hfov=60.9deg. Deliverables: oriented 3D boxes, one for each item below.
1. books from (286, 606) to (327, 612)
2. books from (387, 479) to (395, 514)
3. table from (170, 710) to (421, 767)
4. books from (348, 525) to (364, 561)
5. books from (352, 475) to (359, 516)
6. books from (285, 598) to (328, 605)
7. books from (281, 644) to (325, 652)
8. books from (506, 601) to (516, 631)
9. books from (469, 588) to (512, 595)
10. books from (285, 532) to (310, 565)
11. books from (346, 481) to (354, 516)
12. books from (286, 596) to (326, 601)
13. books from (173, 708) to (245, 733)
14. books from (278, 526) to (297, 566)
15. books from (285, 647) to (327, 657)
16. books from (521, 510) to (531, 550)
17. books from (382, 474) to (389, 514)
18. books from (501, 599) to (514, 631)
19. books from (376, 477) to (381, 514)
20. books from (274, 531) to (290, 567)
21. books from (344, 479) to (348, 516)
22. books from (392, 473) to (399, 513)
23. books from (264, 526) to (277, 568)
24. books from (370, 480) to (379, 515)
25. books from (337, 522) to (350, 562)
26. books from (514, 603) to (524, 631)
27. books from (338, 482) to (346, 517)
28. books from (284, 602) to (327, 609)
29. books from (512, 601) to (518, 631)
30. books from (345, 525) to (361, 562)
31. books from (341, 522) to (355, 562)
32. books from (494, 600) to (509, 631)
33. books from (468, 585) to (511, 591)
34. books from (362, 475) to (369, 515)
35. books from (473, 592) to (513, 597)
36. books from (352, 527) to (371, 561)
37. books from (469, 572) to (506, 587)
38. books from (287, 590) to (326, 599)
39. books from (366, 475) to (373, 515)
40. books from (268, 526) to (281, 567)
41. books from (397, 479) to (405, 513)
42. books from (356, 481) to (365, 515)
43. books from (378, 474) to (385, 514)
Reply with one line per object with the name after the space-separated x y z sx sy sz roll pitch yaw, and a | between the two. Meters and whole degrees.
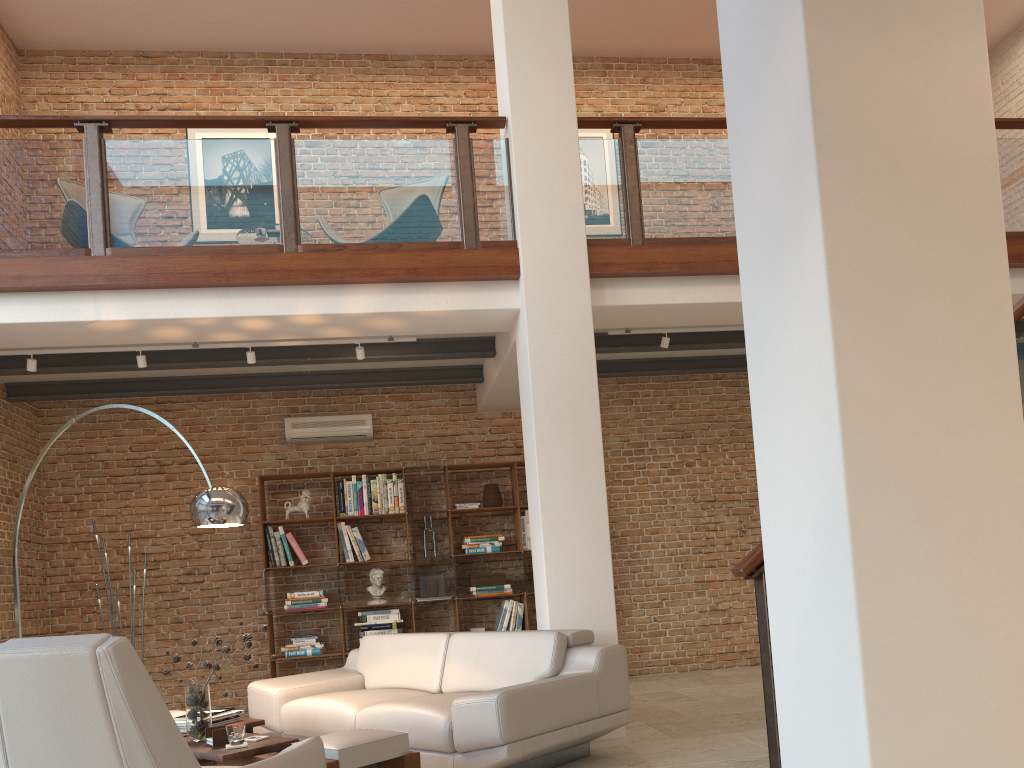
-1.907 2.090 8.111 0.355 0.020 0.279 -2 -13 -8 | books
-1.149 1.080 8.269 0.055 0.323 0.260 -4 -6 -9 | books
-1.767 1.924 4.182 2.245 0.420 1.982 -15 -16 41 | table
-1.468 1.510 8.217 0.124 0.342 0.277 -4 -6 -9 | books
-1.476 1.066 8.224 0.036 0.376 0.248 -4 -5 -9 | books
-1.908 2.023 8.101 0.379 0.036 0.250 -1 -13 -15 | books
-1.935 2.444 8.095 0.379 0.036 0.250 -2 -13 -8 | books
-0.012 2.263 8.380 0.098 0.348 0.277 -4 -6 -9 | books
-0.209 1.996 8.382 0.379 0.036 0.250 -1 -13 -13 | books
-1.999 1.547 8.149 0.194 0.313 0.260 -4 -6 -9 | books
-1.519 1.094 8.212 0.055 0.323 0.260 -4 -6 -9 | books
-1.915 1.999 8.121 0.355 0.020 0.279 -2 -13 -10 | books
-1.707 1.848 4.797 0.252 0.073 0.407 -9 -13 23 | books
-2.089 1.515 8.114 0.121 0.374 0.248 -4 -5 -9 | books
-1.910 2.487 8.088 0.326 0.054 0.261 -5 -12 1 | books
0.140 1.420 8.433 0.036 0.376 0.248 -4 -5 -9 | books
-1.197 1.056 8.269 0.036 0.376 0.248 -4 -5 -9 | books
-0.063 2.254 8.363 0.161 0.366 0.248 -4 -6 -9 | books
-1.262 1.072 8.259 0.021 0.352 0.277 -4 -6 -9 | books
-2.146 1.547 8.136 0.102 0.327 0.260 -4 -6 -9 | books
-1.561 1.086 8.225 0.021 0.352 0.277 -4 -6 -9 | books
-1.105 1.052 8.283 0.036 0.376 0.248 -4 -5 -9 | books
-2.232 1.520 8.098 0.091 0.377 0.248 -4 -5 -9 | books
-1.297 1.084 8.238 0.055 0.323 0.260 -4 -6 -9 | books
-1.581 1.498 8.206 0.101 0.376 0.248 -4 -5 -9 | books
0.054 2.269 8.384 0.116 0.327 0.260 -4 -6 -9 | books
-1.598 1.102 8.220 0.055 0.323 0.260 -4 -6 -9 | books
-1.917 2.061 8.105 0.379 0.036 0.250 -1 -13 -13 | books
0.008 2.267 8.393 0.098 0.348 0.277 -4 -6 -9 | books
-1.488 1.508 8.205 0.124 0.342 0.277 -4 -6 -9 | books
-1.540 1.492 8.188 0.103 0.376 0.248 -4 -5 -9 | books
-0.108 2.263 8.381 0.163 0.365 0.248 -4 -6 -9 | books
-0.221 1.952 8.347 0.379 0.036 0.250 -2 -13 -10 | books
-1.382 1.061 8.232 0.036 0.376 0.248 -4 -5 -9 | books
-0.191 2.020 8.368 0.355 0.020 0.279 -2 -13 -10 | books
-1.417 1.513 8.210 0.158 0.323 0.260 -4 -6 -9 | books
-0.238 1.878 8.357 0.335 0.116 0.218 -3 -10 -8 | books
-1.909 1.961 8.122 0.326 0.054 0.261 -3 -12 -6 | books
-1.347 1.062 8.247 0.036 0.376 0.248 -4 -5 -9 | books
-2.196 1.520 8.111 0.091 0.377 0.248 -4 -5 -9 | books
-1.056 1.081 8.305 0.055 0.323 0.260 -4 -6 -9 | books
-1.429 1.095 8.244 0.055 0.323 0.260 -4 -6 -9 | books
-1.236 1.060 8.277 0.036 0.376 0.248 -4 -5 -9 | books
